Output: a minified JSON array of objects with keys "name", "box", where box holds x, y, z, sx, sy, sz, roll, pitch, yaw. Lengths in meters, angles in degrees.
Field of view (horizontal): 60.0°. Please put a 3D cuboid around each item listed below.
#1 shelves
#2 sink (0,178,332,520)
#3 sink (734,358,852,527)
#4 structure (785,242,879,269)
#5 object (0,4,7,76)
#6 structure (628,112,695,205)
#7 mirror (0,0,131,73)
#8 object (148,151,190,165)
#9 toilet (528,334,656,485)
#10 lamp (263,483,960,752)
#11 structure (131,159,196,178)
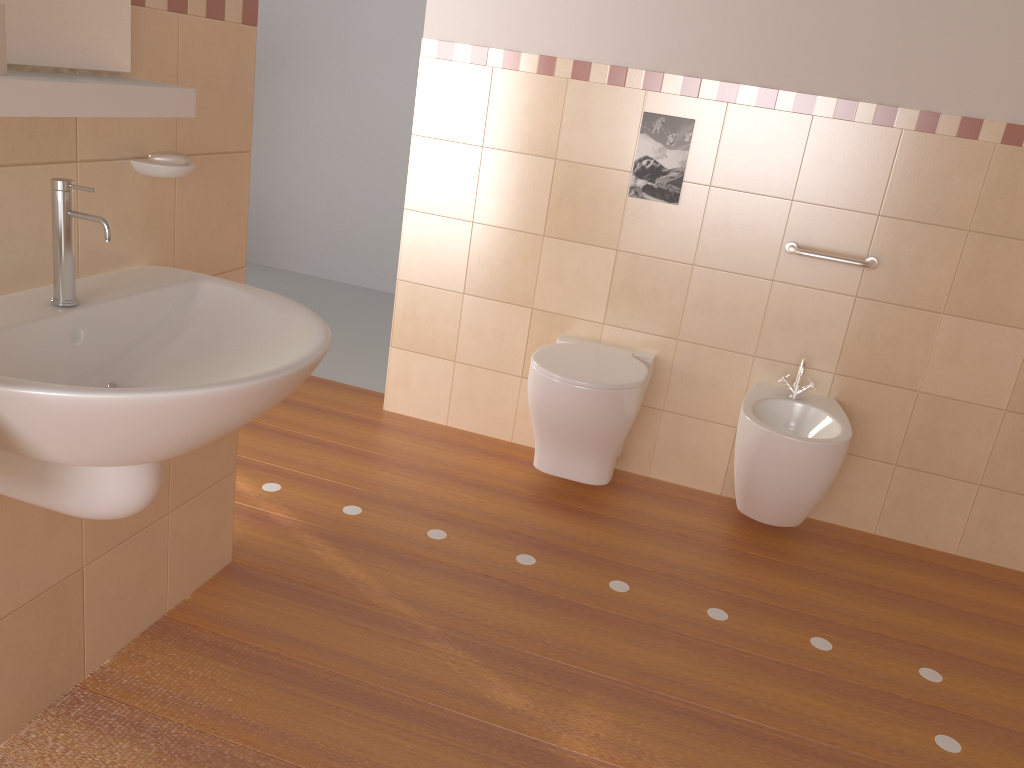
[{"name":"shelves","box":[-0.707,-0.440,1.341,0.138,0.050,0.554,13,19,13]},{"name":"sink","box":[-0.574,-0.037,1.418,0.539,0.516,0.683,13,19,13]},{"name":"sink","box":[0.881,0.196,2.836,0.335,0.517,0.515,13,19,13]},{"name":"structure","box":[1.025,-0.407,2.843,0.295,0.042,0.091,13,19,13]},{"name":"object","box":[-0.723,-0.497,1.192,0.073,0.149,0.063,13,19,13]},{"name":"structure","box":[0.495,-0.749,2.950,0.170,0.279,0.005,13,19,13]},{"name":"mirror","box":[-0.695,-0.856,1.213,0.008,0.799,0.502,13,19,13]},{"name":"object","box":[-0.650,-0.428,1.684,0.075,0.023,0.050,2,20,-20]},{"name":"toilet","box":[0.243,0.103,3.000,0.375,0.400,0.534,13,19,13]},{"name":"lamp","box":[-0.697,0.870,1.222,2.893,0.001,3.173,13,19,13]},{"name":"structure","box":[-0.653,-0.407,1.690,0.092,0.029,0.117,13,19,13]}]
